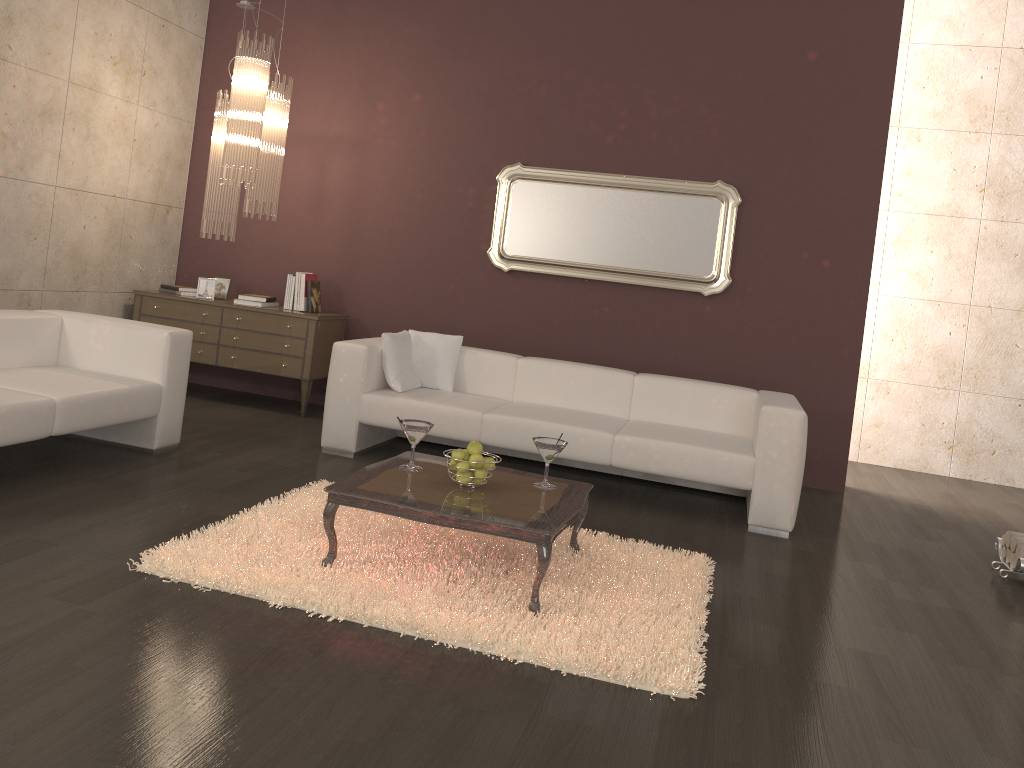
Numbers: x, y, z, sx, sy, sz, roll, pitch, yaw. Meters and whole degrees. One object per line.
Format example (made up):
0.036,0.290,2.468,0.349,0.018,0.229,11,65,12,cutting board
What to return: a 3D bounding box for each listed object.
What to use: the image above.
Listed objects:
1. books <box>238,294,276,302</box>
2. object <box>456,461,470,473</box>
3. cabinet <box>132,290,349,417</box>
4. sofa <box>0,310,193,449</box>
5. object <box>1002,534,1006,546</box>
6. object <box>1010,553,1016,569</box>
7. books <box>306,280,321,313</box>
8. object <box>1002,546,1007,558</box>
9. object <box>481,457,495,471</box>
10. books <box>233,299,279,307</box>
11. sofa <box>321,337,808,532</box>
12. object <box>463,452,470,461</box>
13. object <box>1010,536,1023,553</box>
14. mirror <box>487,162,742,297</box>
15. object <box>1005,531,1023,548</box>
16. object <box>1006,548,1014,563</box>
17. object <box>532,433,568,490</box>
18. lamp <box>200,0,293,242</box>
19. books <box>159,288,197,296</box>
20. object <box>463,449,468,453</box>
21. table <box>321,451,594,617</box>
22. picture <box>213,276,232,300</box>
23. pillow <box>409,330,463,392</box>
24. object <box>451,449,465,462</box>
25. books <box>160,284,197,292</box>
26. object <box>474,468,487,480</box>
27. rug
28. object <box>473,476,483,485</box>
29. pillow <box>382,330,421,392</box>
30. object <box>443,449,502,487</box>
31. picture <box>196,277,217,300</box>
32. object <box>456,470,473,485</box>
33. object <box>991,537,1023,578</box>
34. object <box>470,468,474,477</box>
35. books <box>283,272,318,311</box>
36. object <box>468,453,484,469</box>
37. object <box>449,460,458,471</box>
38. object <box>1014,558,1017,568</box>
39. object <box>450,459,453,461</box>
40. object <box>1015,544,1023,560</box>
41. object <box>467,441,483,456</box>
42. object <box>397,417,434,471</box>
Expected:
-1.911,-0.645,6.613,0.211,0.034,0.290,7,7,-1,books
-0.191,0.323,3.432,0.054,0.051,0.053,8,4,18,object
-2.084,-0.249,6.641,1.533,0.729,0.532,8,3,14,cabinet
-2.489,0.027,4.083,0.946,0.648,2.032,8,6,14,sofa
2.640,0.818,4.483,0.252,0.057,0.057,9,4,14,object
2.591,0.889,4.313,0.252,0.076,0.079,9,4,14,object
-1.476,-0.651,6.553,0.069,0.237,0.172,7,2,14,books
2.626,0.873,4.454,0.252,0.057,0.057,9,4,14,object
-0.098,0.317,3.489,0.062,0.055,0.061,8,4,7,object
-1.910,-0.608,6.596,0.225,0.035,0.309,8,7,9,books
0.307,0.216,5.378,2.792,0.650,0.945,9,5,14,sofa
-0.186,0.292,3.485,0.045,0.043,0.046,6,4,-15,object
2.607,0.814,4.340,0.252,0.076,0.079,9,4,14,object
0.703,-1.123,6.327,1.789,0.823,0.047,8,0,14,mirror
2.628,0.803,4.424,0.252,0.082,0.082,9,4,14,object
2.625,0.884,4.385,0.277,0.074,0.083,9,4,14,object
0.149,0.318,3.658,0.151,0.216,0.152,7,2,-11,object
-1.677,-2.373,6.031,0.480,2.832,0.488,7,0,-39,lamp
-2.551,-0.708,6.788,0.277,0.032,0.200,12,8,34,books
-0.187,0.291,3.559,0.053,0.054,0.054,6,4,-24,object
-0.186,0.557,3.509,0.917,0.302,0.907,8,6,12,table
-2.240,-0.737,6.766,0.140,0.171,0.078,7,1,-1,picture
-0.532,-0.156,5.745,0.377,0.361,0.169,8,1,12,pillow
-0.211,0.280,3.449,0.054,0.051,0.053,8,4,15,object
-2.558,-0.736,6.769,0.234,0.027,0.169,11,8,34,books
-0.124,0.352,3.447,0.051,0.048,0.051,8,4,9,object
-0.222,0.701,3.497,2.004,0.067,1.513,9,7,14,rug
-0.135,0.379,3.486,0.044,0.043,0.043,8,4,18,object
-0.694,-0.147,5.510,0.186,0.357,0.377,7,4,12,pillow
-0.164,0.344,3.492,0.232,0.118,0.236,4,6,-31,object
-2.291,-0.716,6.602,0.127,0.156,0.051,6,1,-16,picture
-0.187,0.363,3.465,0.067,0.063,0.070,5,4,-31,object
2.674,0.789,4.332,0.504,0.379,0.431,8,4,14,object
-0.177,0.363,3.528,0.055,0.054,0.054,9,4,25,object
-1.571,-0.692,6.581,0.179,0.289,0.204,7,2,14,books
-0.139,0.303,3.443,0.062,0.061,0.057,6,3,-17,object
-0.224,0.318,3.469,0.045,0.045,0.044,7,3,6,object
2.569,0.902,4.250,0.244,0.059,0.061,9,4,14,object
-0.213,0.312,3.516,0.066,0.066,0.066,6,4,-19,object
2.588,0.839,4.251,0.263,0.079,0.080,9,4,14,object
-0.147,0.256,3.483,0.062,0.064,0.062,8,3,14,object
-0.411,0.245,3.692,0.151,0.216,0.151,7,2,6,object
